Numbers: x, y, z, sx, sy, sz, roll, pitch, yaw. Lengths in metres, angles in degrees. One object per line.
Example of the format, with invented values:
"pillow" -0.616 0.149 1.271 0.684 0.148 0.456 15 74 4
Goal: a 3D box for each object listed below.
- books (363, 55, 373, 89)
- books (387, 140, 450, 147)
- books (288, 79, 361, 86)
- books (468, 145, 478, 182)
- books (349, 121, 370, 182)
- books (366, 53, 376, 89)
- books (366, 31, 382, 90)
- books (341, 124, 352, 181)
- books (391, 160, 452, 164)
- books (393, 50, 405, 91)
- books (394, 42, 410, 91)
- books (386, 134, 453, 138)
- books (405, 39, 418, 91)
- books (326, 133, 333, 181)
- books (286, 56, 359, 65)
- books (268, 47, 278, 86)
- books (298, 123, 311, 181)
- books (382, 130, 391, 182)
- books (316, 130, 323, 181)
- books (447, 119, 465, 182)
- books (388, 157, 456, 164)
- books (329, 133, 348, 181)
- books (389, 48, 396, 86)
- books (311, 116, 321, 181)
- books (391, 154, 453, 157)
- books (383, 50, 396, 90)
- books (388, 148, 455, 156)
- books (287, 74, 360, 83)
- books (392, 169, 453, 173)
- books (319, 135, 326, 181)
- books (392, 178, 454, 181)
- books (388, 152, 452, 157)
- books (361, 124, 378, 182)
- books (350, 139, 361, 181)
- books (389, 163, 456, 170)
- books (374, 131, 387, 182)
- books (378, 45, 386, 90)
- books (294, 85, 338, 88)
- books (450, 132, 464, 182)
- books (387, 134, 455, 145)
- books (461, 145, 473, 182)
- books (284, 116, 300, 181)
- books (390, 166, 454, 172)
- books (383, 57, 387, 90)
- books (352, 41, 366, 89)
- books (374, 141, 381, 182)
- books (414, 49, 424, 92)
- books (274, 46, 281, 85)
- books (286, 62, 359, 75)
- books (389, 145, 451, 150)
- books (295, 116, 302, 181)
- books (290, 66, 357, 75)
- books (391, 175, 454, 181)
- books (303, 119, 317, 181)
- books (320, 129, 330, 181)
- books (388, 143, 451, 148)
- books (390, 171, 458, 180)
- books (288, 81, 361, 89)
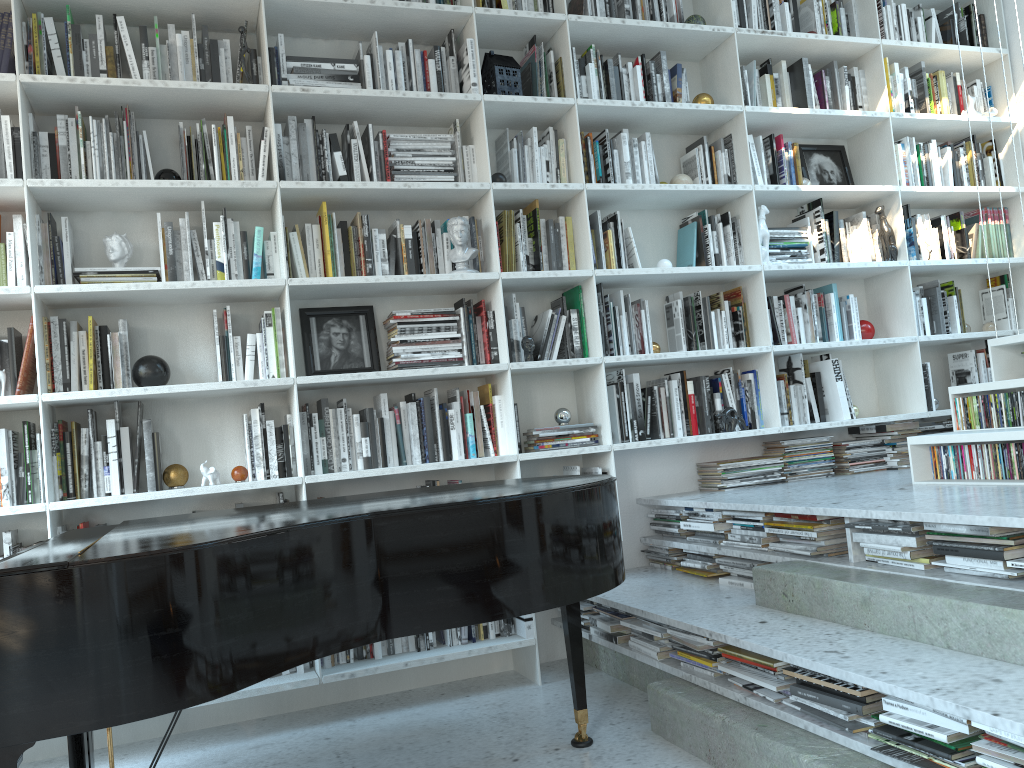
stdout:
"books" -0.606 -1.222 3.654 0.025 0.187 0.193 -5 -4 -20
"books" -0.402 -0.990 3.724 0.254 0.012 0.161 -4 -4 -20
"books" -0.772 -1.194 3.606 0.285 0.012 0.159 -4 -4 -22
"books" -0.185 -0.894 3.793 0.030 0.205 0.158 -5 -4 -20
"books" -0.625 -0.905 3.629 0.049 0.291 0.162 -5 -4 -20
"books" -0.595 -1.239 3.691 0.024 0.223 0.128 -5 -4 -20
"books" -0.567 -1.274 3.660 0.011 0.284 0.190 -5 -4 -20
"books" -0.673 -0.898 3.616 0.022 0.285 0.131 -5 -4 -20
"books" -0.393 -0.904 3.717 0.254 0.012 0.161 -4 -4 -19
"books" -0.485 -1.246 3.705 0.028 0.219 0.183 -5 -4 -20
"books" -0.467 -1.273 3.735 0.029 0.273 0.140 -5 -4 -20
"books" -0.403 -1.014 3.721 0.285 0.012 0.159 -4 -4 -18
"books" -0.436 -1.275 3.724 0.023 0.269 0.185 -5 -4 -20
"books" -0.747 -0.870 3.580 0.011 0.239 0.147 -5 -4 -20
"books" -0.782 -1.284 3.616 0.285 0.024 0.159 -4 -4 -20
"books" -0.954 -1.203 3.525 0.027 0.201 0.167 -5 -4 -20
"books" -0.835 -0.877 3.538 0.025 0.265 0.185 -5 -4 -20
"books" -0.530 -0.891 3.641 0.013 0.246 0.177 -5 -4 -20
"books" -0.785 -0.873 3.569 0.011 0.251 0.153 -5 -4 -20
"books" -0.237 -0.947 3.776 0.012 0.318 0.140 -5 -3 -20
"books" -0.392 -0.916 3.714 0.285 0.012 0.159 -4 -4 -17
"books" -0.708 -0.872 3.587 0.066 0.236 0.154 -5 -4 -20
"books" -0.508 -1.257 3.707 0.012 0.244 0.131 -5 -4 -20
"books" -0.796 -0.897 3.564 0.011 0.300 0.179 -5 -4 -20
"books" -0.393 -0.928 3.715 0.254 0.012 0.161 -4 -4 -23
"books" -0.521 -1.243 3.688 0.027 0.216 0.190 -5 -4 -20
"books" -0.397 -0.952 3.720 0.285 0.012 0.159 -4 -4 -21
"books" -0.770 -1.212 3.601 0.285 0.024 0.159 -5 -4 -15
"books" -0.388 -0.868 3.713 0.254 0.012 0.161 -4 -4 -18
"books" -0.772 -0.865 3.573 0.014 0.233 0.147 -5 -4 -20
"books" -0.386 -0.832 3.715 0.254 0.012 0.161 -4 -4 -20
"books" -0.395 -0.940 3.717 0.254 0.012 0.161 -4 -4 -18
"books" -0.586 -0.898 3.628 0.021 0.269 0.192 -5 -4 -20
"books" -0.646 -0.866 3.616 0.024 0.216 0.148 -5 -4 -20
"books" -0.391 -0.892 3.717 0.285 0.012 0.159 -4 -4 -19
"books" -0.548 -0.888 3.648 0.015 0.244 0.183 -5 -4 -20
"books" -0.555 -1.250 3.679 0.021 0.237 0.171 -5 -4 -20
"books" -0.769 -1.170 3.602 0.254 0.012 0.161 -4 -4 -23
"books" -0.240 -0.916 3.755 0.012 0.254 0.161 -5 -4 -20
"books" -0.399 -1.003 3.714 0.285 0.012 0.159 -4 -4 -25
"books" -0.211 -0.889 3.777 0.029 0.198 0.172 -5 -4 -20
"books" -0.876 -0.889 3.532 0.026 0.297 0.179 -5 -4 -20
"books" -0.389 -0.880 3.714 0.254 0.012 0.161 -4 -4 -22
"books" -0.543 -1.234 3.695 0.011 0.204 0.133 -5 -4 -20
"books" -0.628 -1.253 3.654 0.012 0.254 0.161 -5 -4 -20
"books" -0.567 -0.872 3.648 0.024 0.216 0.132 -5 -4 -20
"books" -0.409 -1.255 3.722 0.023 0.222 0.191 -5 -4 -20
"books" -0.941 -1.212 3.545 0.013 0.218 0.141 -5 -4 -20
"books" -0.778 -1.260 3.610 0.285 0.024 0.159 -4 -4 -18
"books" -0.396 -0.965 3.713 0.254 0.012 0.161 -5 -4 -15
"books" -0.864 -0.897 3.557 0.014 0.313 0.133 -5 -3 -20
"books" -0.774 -1.236 3.605 0.254 0.025 0.161 -4 -4 -24
"books" -0.386 -0.844 3.714 0.254 0.012 0.161 -4 -4 -21
"books" -0.817 -0.892 3.565 0.029 0.295 0.151 -5 -4 -20
"books" -0.759 -0.875 3.575 0.014 0.250 0.173 -5 -4 -20
"books" -0.399 -0.978 3.719 0.254 0.012 0.161 -4 -4 -18
"books" -0.386 -0.856 3.710 0.285 0.012 0.159 -4 -4 -23
"books" -0.770 -1.182 3.603 0.285 0.012 0.159 -4 -4 -23
